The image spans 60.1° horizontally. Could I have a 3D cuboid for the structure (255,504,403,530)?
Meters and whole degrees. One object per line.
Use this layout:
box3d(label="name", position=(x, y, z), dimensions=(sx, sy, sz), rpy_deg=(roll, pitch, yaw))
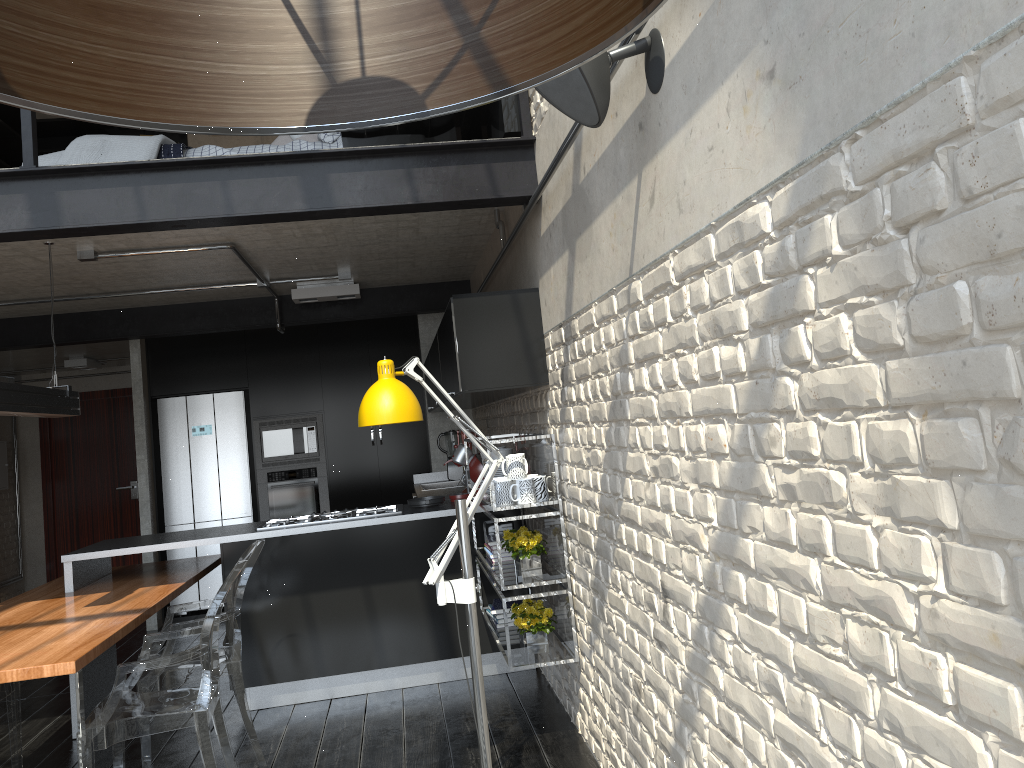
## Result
box3d(label="structure", position=(-1.042, 0.765, 5.156), dimensions=(0.812, 0.026, 0.499), rpy_deg=(-6, -2, -8))

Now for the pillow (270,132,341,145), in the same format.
box3d(label="pillow", position=(-0.947, -1.512, 5.610), dimensions=(1.145, 0.737, 2.125), rpy_deg=(-5, -3, -10))

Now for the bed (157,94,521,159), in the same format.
box3d(label="bed", position=(-1.581, -1.187, 5.707), dimensions=(2.697, 0.846, 4.454), rpy_deg=(-6, -2, -8))

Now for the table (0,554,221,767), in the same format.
box3d(label="table", position=(-2.050, 1.408, 4.169), dimensions=(0.928, 0.737, 2.658), rpy_deg=(-6, -3, -8))

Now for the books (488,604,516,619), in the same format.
box3d(label="books", position=(-0.002, 1.130, 4.444), dimensions=(0.201, 0.023, 0.277), rpy_deg=(-6, -2, -10))

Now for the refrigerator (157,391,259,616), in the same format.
box3d(label="refrigerator", position=(-2.597, 1.011, 7.684), dimensions=(0.724, 1.835, 0.495), rpy_deg=(-5, -6, -8))

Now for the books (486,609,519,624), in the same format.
box3d(label="books", position=(-0.005, 1.152, 4.441), dimensions=(0.201, 0.023, 0.277), rpy_deg=(-5, -2, -13))

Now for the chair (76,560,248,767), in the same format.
box3d(label="chair", position=(-1.274, 1.188, 3.358), dimensions=(0.590, 0.946, 0.536), rpy_deg=(-5, -5, -13))

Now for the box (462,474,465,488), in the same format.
box3d(label="box", position=(-0.316, 0.696, 6.437), dimensions=(0.081, 0.111, 0.080), rpy_deg=(-6, -5, -3))

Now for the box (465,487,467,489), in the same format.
box3d(label="box", position=(-0.295, 0.687, 6.275), dimensions=(0.081, 0.111, 0.080), rpy_deg=(-6, -5, 2))

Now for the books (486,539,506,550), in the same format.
box3d(label="books", position=(-0.012, 0.793, 4.447), dimensions=(0.211, 0.021, 0.291), rpy_deg=(-6, -2, -7))

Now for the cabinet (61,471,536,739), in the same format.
box3d(label="cabinet", position=(-1.270, 1.264, 6.057), dimensions=(2.433, 1.010, 2.730), rpy_deg=(-6, -3, -8))

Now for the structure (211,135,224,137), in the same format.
box3d(label="structure", position=(-2.052, -1.888, 9.441), dimensions=(2.595, 2.968, 2.773), rpy_deg=(-5, -4, -8))

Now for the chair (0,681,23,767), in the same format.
box3d(label="chair", position=(-2.578, 1.346, 3.844), dimensions=(0.590, 0.946, 0.537), rpy_deg=(-6, -5, 2))

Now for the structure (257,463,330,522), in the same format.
box3d(label="structure", position=(-1.882, 0.996, 7.739), dimensions=(0.582, 0.561, 0.482), rpy_deg=(-5, -4, -8))

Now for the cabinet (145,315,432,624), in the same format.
box3d(label="cabinet", position=(-1.898, 0.660, 7.830), dimensions=(2.321, 2.490, 0.549), rpy_deg=(-5, -6, -8))

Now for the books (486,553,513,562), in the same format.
box3d(label="books", position=(-0.011, 0.853, 4.440), dimensions=(0.211, 0.021, 0.291), rpy_deg=(-6, -2, -8))

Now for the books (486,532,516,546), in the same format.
box3d(label="books", position=(-0.019, 0.775, 4.449), dimensions=(0.211, 0.021, 0.291), rpy_deg=(-6, -2, -5))

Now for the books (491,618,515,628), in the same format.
box3d(label="books", position=(0.003, 1.173, 4.439), dimensions=(0.201, 0.023, 0.277), rpy_deg=(-6, -2, -8))

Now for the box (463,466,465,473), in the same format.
box3d(label="box", position=(-0.308, 0.583, 6.400), dimensions=(0.081, 0.111, 0.080), rpy_deg=(-3, -6, -33))

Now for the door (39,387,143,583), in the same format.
box3d(label="door", position=(-4.777, 1.191, 10.184), dimensions=(1.134, 2.230, 0.194), rpy_deg=(-5, -6, -8))

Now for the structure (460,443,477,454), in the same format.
box3d(label="structure", position=(-0.348, 0.621, 7.017), dimensions=(0.177, 0.312, 0.088), rpy_deg=(-5, -6, -8))

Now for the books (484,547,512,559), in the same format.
box3d(label="books", position=(-0.020, 0.833, 4.442), dimensions=(0.211, 0.021, 0.291), rpy_deg=(-6, -2, -8))

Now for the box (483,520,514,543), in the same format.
box3d(label="box", position=(-0.066, 0.804, 4.703), dimensions=(0.150, 0.151, 0.149), rpy_deg=(-5, -4, -8))

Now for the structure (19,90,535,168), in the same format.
box3d(label="structure", position=(-2.358, 0.148, 4.827), dimensions=(4.787, 3.361, 3.764), rpy_deg=(-6, -4, -8))

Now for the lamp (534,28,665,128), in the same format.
box3d(label="lamp", position=(0.180, -0.730, 1.981), dimensions=(0.358, 0.308, 0.176), rpy_deg=(-4, -5, -26))

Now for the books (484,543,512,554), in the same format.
box3d(label="books", position=(-0.015, 0.813, 4.445), dimensions=(0.211, 0.021, 0.291), rpy_deg=(-6, -2, -10))

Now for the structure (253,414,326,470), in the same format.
box3d(label="structure", position=(-1.936, 0.510, 7.808), dimensions=(0.582, 0.423, 0.445), rpy_deg=(-6, -4, -8))

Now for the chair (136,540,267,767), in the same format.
box3d(label="chair", position=(-1.388, 1.226, 4.013), dimensions=(0.591, 0.946, 0.536), rpy_deg=(-4, -5, -23))

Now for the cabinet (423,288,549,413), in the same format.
box3d(label="cabinet", position=(-0.309, -0.083, 5.690), dimensions=(0.400, 0.423, 3.872), rpy_deg=(-5, -2, -8))

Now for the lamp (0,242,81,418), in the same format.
box3d(label="lamp", position=(-2.180, -0.310, 3.904), dimensions=(0.125, 0.895, 1.082), rpy_deg=(-5, -4, -8))

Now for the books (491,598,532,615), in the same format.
box3d(label="books", position=(0.000, 1.108, 4.446), dimensions=(0.201, 0.023, 0.277), rpy_deg=(-6, -2, 1))

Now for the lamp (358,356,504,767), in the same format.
box3d(label="lamp", position=(-0.136, 0.683, 2.283), dimensions=(0.630, 1.627, 1.564), rpy_deg=(-7, -4, 5))
